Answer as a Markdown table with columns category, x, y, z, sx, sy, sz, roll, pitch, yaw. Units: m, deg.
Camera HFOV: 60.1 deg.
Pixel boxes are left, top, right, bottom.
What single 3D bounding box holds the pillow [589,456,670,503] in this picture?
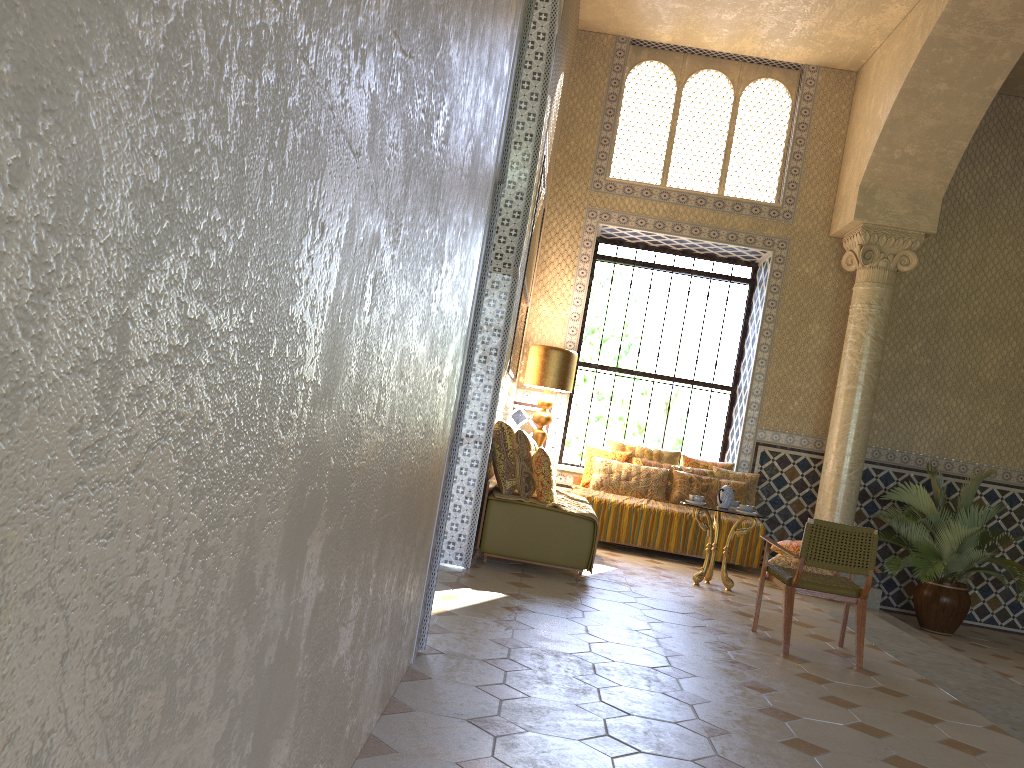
| category | x | y | z | sx | sy | sz | roll | pitch | yaw |
| --- | --- | --- | --- | --- | --- | --- | --- | --- | --- |
| pillow | 1.796 | 1.477 | 13.549 | 1.191 | 0.547 | 0.329 | 10 | 0 | 2 |

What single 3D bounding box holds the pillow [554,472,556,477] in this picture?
| category | x | y | z | sx | sy | sz | roll | pitch | yaw |
| --- | --- | --- | --- | --- | --- | --- | --- | --- | --- |
| pillow | 0.446 | 1.242 | 11.786 | 0.271 | 0.450 | 0.983 | 10 | -2 | 3 |

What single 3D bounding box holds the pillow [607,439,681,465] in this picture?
| category | x | y | z | sx | sy | sz | roll | pitch | yaw |
| --- | --- | --- | --- | --- | --- | --- | --- | --- | --- |
| pillow | 2.038 | 1.373 | 13.997 | 1.192 | 0.833 | 0.422 | 10 | 0 | 2 |

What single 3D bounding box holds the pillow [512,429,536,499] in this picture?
| category | x | y | z | sx | sy | sz | roll | pitch | yaw |
| --- | --- | --- | --- | --- | --- | --- | --- | --- | --- |
| pillow | 0.136 | 0.926 | 10.202 | 0.383 | 0.780 | 0.835 | 10 | -1 | 3 |

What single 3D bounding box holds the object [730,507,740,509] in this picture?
| category | x | y | z | sx | sy | sz | roll | pitch | yaw |
| --- | --- | --- | --- | --- | --- | --- | --- | --- | --- |
| object | 2.801 | 1.575 | 11.318 | 0.256 | 0.032 | 0.255 | 10 | -3 | -19 |

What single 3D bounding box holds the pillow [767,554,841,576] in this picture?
| category | x | y | z | sx | sy | sz | roll | pitch | yaw |
| --- | --- | --- | --- | --- | --- | --- | --- | --- | --- |
| pillow | 3.997 | 2.508 | 12.112 | 0.928 | 0.347 | 0.883 | 9 | -2 | 23 |

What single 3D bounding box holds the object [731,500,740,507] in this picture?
| category | x | y | z | sx | sy | sz | roll | pitch | yaw |
| --- | --- | --- | --- | --- | --- | --- | --- | --- | --- |
| object | 2.808 | 1.538 | 11.317 | 0.184 | 0.100 | 0.183 | 10 | -2 | -9 |

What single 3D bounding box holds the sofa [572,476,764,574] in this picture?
| category | x | y | z | sx | sy | sz | roll | pitch | yaw |
| --- | --- | --- | --- | --- | --- | --- | --- | --- | --- |
| sofa | 2.277 | 2.135 | 13.507 | 2.848 | 0.938 | 1.275 | 10 | -1 | 2 |

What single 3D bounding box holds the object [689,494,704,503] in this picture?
| category | x | y | z | sx | sy | sz | roll | pitch | yaw |
| --- | --- | --- | --- | --- | --- | --- | --- | --- | --- |
| object | 2.284 | 1.434 | 10.984 | 0.184 | 0.100 | 0.182 | 10 | -2 | -16 |

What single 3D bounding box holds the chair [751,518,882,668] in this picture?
| category | x | y | z | sx | sy | sz | roll | pitch | yaw |
| --- | --- | --- | --- | --- | --- | --- | --- | --- | --- |
| chair | 2.810 | 1.833 | 8.142 | 0.950 | 1.210 | 0.907 | 10 | 0 | 2 |

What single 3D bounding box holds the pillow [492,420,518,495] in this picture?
| category | x | y | z | sx | sy | sz | roll | pitch | yaw |
| --- | --- | --- | --- | --- | --- | --- | --- | --- | --- |
| pillow | -0.047 | 0.863 | 10.432 | 0.422 | 0.832 | 1.193 | 10 | -1 | 3 |

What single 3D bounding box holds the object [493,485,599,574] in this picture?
| category | x | y | z | sx | sy | sz | roll | pitch | yaw |
| --- | --- | --- | --- | --- | --- | --- | --- | --- | --- |
| object | 0.401 | 1.699 | 11.025 | 1.313 | 0.718 | 2.889 | 10 | -2 | 3 |

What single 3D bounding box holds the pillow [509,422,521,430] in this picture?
| category | x | y | z | sx | sy | sz | roll | pitch | yaw |
| --- | --- | --- | --- | --- | --- | --- | --- | --- | --- |
| pillow | 0.000 | 0.924 | 11.628 | 0.422 | 0.832 | 1.193 | 10 | -1 | 3 |

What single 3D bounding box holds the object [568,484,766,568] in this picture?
| category | x | y | z | sx | sy | sz | roll | pitch | yaw |
| --- | --- | --- | --- | --- | --- | --- | --- | --- | --- |
| object | 2.237 | 2.117 | 13.446 | 2.884 | 0.718 | 1.315 | 10 | -2 | 2 |

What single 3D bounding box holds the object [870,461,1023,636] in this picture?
| category | x | y | z | sx | sy | sz | roll | pitch | yaw |
| --- | --- | --- | --- | --- | --- | --- | --- | --- | --- |
| object | 6.435 | 2.375 | 12.762 | 2.646 | 2.503 | 2.161 | 10 | -1 | -11 |

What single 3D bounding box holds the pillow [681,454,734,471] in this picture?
| category | x | y | z | sx | sy | sz | roll | pitch | yaw |
| --- | --- | --- | --- | --- | --- | --- | --- | --- | --- |
| pillow | 3.056 | 1.576 | 14.017 | 0.855 | 0.801 | 0.393 | 10 | 0 | 3 |

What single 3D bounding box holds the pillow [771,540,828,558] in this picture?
| category | x | y | z | sx | sy | sz | roll | pitch | yaw |
| --- | --- | --- | --- | --- | --- | --- | --- | --- | --- |
| pillow | 4.048 | 2.305 | 12.100 | 0.800 | 0.311 | 0.751 | 8 | -3 | 36 |

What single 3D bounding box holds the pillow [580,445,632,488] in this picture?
| category | x | y | z | sx | sy | sz | roll | pitch | yaw |
| --- | --- | --- | --- | --- | --- | --- | --- | --- | --- |
| pillow | 1.464 | 1.345 | 13.800 | 0.740 | 0.693 | 0.341 | 10 | 0 | 3 |

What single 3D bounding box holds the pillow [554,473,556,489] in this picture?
| category | x | y | z | sx | sy | sz | roll | pitch | yaw |
| --- | --- | --- | --- | --- | --- | --- | --- | --- | --- |
| pillow | 0.410 | 1.195 | 10.850 | 0.271 | 0.450 | 0.983 | 10 | -2 | 3 |

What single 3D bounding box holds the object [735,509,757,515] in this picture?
| category | x | y | z | sx | sy | sz | roll | pitch | yaw |
| --- | --- | --- | --- | --- | --- | --- | --- | --- | --- |
| object | 2.824 | 1.551 | 10.681 | 0.256 | 0.032 | 0.256 | 10 | -2 | -1 |

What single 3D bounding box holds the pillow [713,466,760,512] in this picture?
| category | x | y | z | sx | sy | sz | roll | pitch | yaw |
| --- | --- | --- | --- | --- | --- | --- | --- | --- | --- |
| pillow | 3.441 | 1.677 | 13.725 | 0.740 | 0.693 | 0.341 | 10 | 0 | 3 |

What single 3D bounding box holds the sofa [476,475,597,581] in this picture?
| category | x | y | z | sx | sy | sz | roll | pitch | yaw |
| --- | --- | --- | --- | --- | --- | --- | --- | --- | --- |
| sofa | 0.339 | 1.698 | 11.040 | 1.273 | 0.937 | 2.853 | 10 | -2 | 3 |

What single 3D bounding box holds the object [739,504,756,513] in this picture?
| category | x | y | z | sx | sy | sz | roll | pitch | yaw |
| --- | --- | --- | --- | --- | --- | --- | --- | --- | --- |
| object | 2.831 | 1.514 | 10.681 | 0.183 | 0.100 | 0.184 | 10 | -2 | -1 |

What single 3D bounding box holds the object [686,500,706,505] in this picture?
| category | x | y | z | sx | sy | sz | roll | pitch | yaw |
| --- | --- | --- | --- | --- | --- | --- | --- | --- | --- |
| object | 2.277 | 1.472 | 10.985 | 0.256 | 0.032 | 0.255 | 10 | -3 | -19 |

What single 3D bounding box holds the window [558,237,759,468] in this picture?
| category | x | y | z | sx | sy | sz | roll | pitch | yaw |
| --- | --- | --- | --- | --- | --- | --- | --- | --- | --- |
| window | -0.316 | -0.804 | 14.941 | 8.485 | 3.993 | 0.573 | 10 | 1 | -2 |

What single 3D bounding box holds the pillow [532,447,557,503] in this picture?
| category | x | y | z | sx | sy | sz | roll | pitch | yaw |
| --- | --- | --- | --- | --- | --- | --- | --- | --- | --- |
| pillow | 0.372 | 1.056 | 10.050 | 0.345 | 0.651 | 0.685 | 10 | -1 | 2 |

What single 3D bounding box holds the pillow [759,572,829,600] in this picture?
| category | x | y | z | sx | sy | sz | roll | pitch | yaw |
| --- | --- | --- | --- | --- | --- | --- | --- | --- | --- |
| pillow | 3.983 | 2.711 | 12.123 | 0.987 | 0.368 | 1.047 | 9 | -2 | 27 |

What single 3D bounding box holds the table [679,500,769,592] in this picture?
| category | x | y | z | sx | sy | sz | roll | pitch | yaw |
| --- | --- | --- | --- | --- | --- | --- | --- | --- | --- |
| table | 2.544 | 2.028 | 10.976 | 1.096 | 0.981 | 1.105 | 9 | -1 | 32 |

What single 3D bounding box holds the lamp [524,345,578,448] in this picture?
| category | x | y | z | sx | sy | sz | roll | pitch | yaw |
| --- | --- | --- | --- | --- | --- | --- | --- | --- | --- |
| lamp | 0.411 | 0.847 | 13.473 | 0.739 | 2.815 | 0.733 | 9 | 1 | -29 |

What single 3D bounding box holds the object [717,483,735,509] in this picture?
| category | x | y | z | sx | sy | sz | roll | pitch | yaw |
| --- | --- | --- | --- | --- | --- | --- | --- | --- | --- |
| object | 2.658 | 1.389 | 11.008 | 0.273 | 0.324 | 0.199 | 10 | 0 | -8 |

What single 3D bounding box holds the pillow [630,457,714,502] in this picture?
| category | x | y | z | sx | sy | sz | roll | pitch | yaw |
| --- | --- | --- | --- | --- | --- | --- | --- | --- | --- |
| pillow | 2.452 | 1.540 | 13.743 | 1.341 | 0.616 | 0.370 | 10 | 0 | 2 |

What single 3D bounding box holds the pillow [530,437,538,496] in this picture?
| category | x | y | z | sx | sy | sz | roll | pitch | yaw |
| --- | --- | --- | --- | --- | --- | --- | --- | --- | --- |
| pillow | 0.235 | 1.011 | 10.942 | 0.340 | 0.693 | 0.741 | 10 | -1 | 3 |

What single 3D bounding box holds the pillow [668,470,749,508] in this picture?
| category | x | y | z | sx | sy | sz | roll | pitch | yaw |
| --- | --- | --- | --- | --- | --- | --- | --- | --- | --- |
| pillow | 3.004 | 1.680 | 13.503 | 1.191 | 0.547 | 0.329 | 10 | 0 | 2 |
